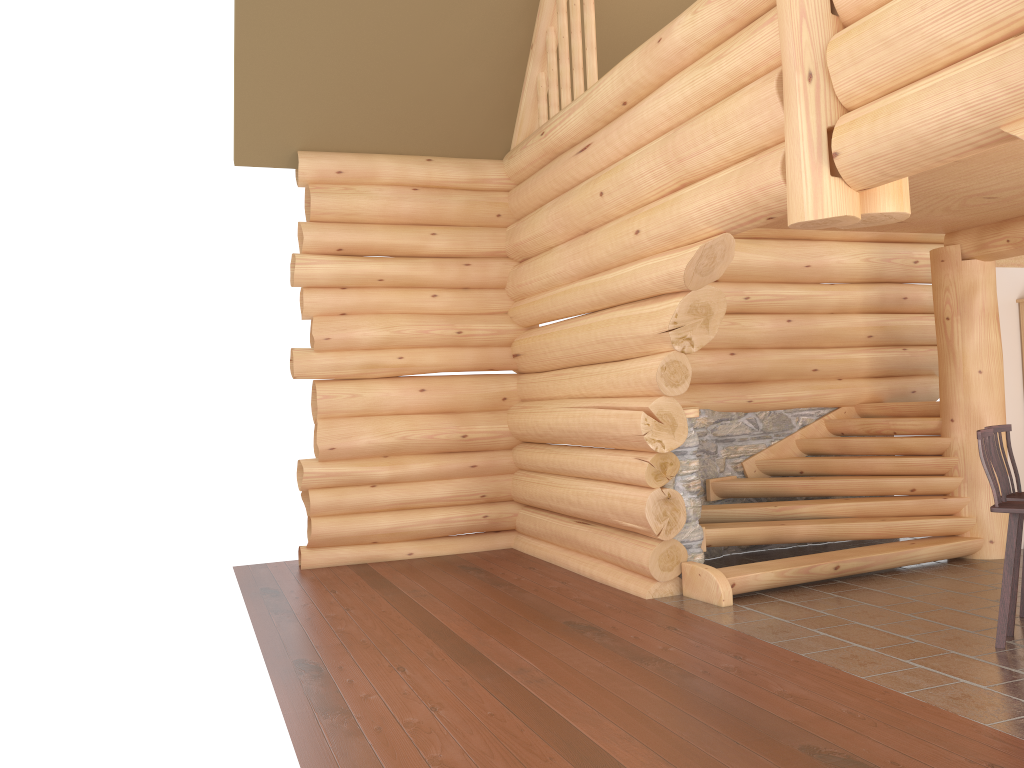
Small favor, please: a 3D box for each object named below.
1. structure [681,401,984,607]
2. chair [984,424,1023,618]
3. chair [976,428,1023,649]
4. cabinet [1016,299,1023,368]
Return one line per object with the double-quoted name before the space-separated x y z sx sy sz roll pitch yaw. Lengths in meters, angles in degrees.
"structure" 2.746 0.866 8.434 3.604 1.643 1.951 -2 -1 -26
"chair" 3.471 0.932 5.853 0.406 1.319 0.504 -2 -2 -40
"chair" 3.171 0.937 5.427 0.504 1.319 0.406 -4 -2 38
"cabinet" 5.928 0.337 8.611 1.847 2.403 0.670 -2 -1 -20
